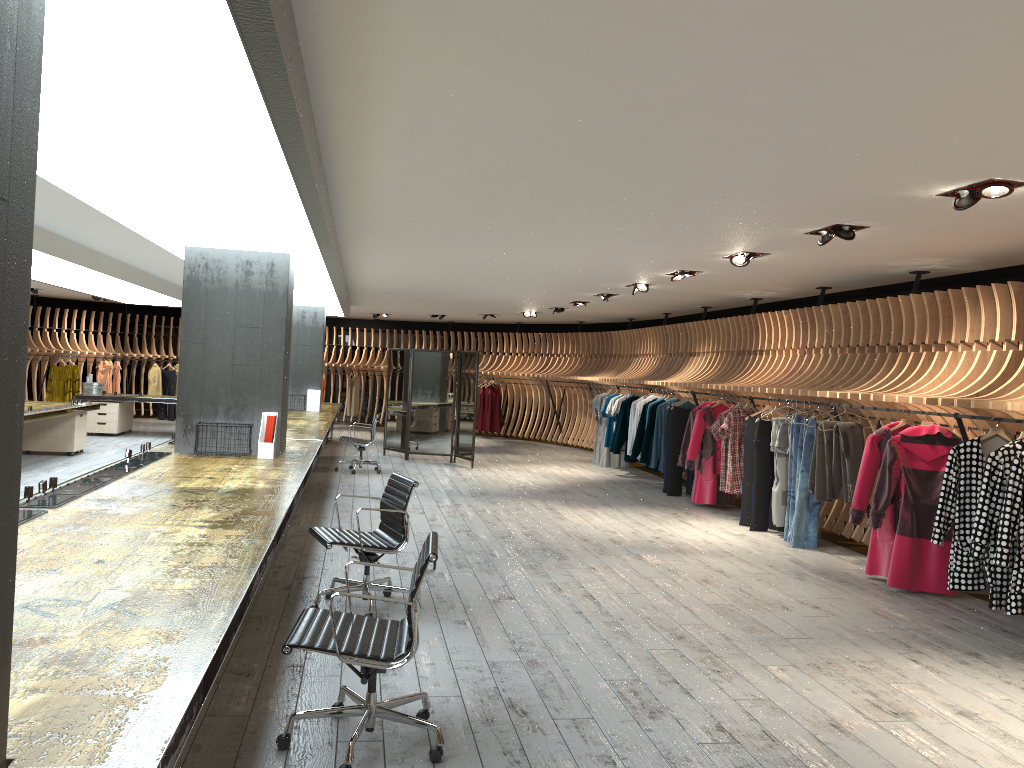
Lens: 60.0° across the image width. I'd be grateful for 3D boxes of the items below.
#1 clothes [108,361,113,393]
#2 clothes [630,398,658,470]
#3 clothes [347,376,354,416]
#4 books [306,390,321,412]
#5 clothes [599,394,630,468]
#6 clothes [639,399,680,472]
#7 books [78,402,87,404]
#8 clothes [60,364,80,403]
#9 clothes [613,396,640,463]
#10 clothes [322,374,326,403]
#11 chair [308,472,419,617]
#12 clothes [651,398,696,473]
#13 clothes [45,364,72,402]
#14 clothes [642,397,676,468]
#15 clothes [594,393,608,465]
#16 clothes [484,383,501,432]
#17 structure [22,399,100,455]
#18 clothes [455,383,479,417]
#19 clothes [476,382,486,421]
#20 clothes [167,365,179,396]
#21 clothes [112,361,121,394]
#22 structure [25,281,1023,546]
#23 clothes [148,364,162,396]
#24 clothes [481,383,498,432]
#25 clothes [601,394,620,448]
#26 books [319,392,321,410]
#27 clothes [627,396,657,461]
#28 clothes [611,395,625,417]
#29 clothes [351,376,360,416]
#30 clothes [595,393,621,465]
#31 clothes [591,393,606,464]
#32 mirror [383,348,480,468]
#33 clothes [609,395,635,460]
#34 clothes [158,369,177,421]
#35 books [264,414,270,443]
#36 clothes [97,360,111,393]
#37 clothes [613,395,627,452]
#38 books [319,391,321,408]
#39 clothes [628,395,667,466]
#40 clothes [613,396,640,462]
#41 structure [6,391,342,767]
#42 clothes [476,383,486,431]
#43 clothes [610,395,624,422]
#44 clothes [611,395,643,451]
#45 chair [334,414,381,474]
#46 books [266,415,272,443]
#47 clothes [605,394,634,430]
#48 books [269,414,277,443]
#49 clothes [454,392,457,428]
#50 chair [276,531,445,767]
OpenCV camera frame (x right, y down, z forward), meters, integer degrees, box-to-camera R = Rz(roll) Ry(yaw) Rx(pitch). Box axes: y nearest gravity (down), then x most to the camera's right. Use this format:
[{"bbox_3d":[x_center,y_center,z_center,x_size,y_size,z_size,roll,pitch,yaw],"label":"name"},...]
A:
[{"bbox_3d":[-9.332,0.037,20.505,0.125,1.156,0.447,3,0,-40],"label":"clothes"},{"bbox_3d":[2.243,0.749,13.316,0.913,1.081,0.238,3,0,-5],"label":"clothes"},{"bbox_3d":[-4.035,0.294,22.202,0.096,0.988,0.465,3,0,2],"label":"clothes"},{"bbox_3d":[-3.378,0.285,15.087,0.215,0.368,0.073,3,0,-10],"label":"books"},{"bbox_3d":[1.830,0.890,15.638,0.677,1.434,0.204,3,0,-25],"label":"clothes"},{"bbox_3d":[2.309,0.757,12.966,0.913,1.081,0.238,3,0,-10],"label":"clothes"},{"bbox_3d":[-6.695,0.290,13.776,0.155,0.025,0.110,3,1,-15],"label":"books"},{"bbox_3d":[-9.942,0.079,19.841,0.665,1.045,0.168,3,0,21],"label":"clothes"},{"bbox_3d":[2.086,0.731,14.244,0.913,1.081,0.238,3,0,-5],"label":"clothes"},{"bbox_3d":[-4.834,0.127,22.230,0.200,0.881,0.840,3,0,-30],"label":"clothes"},{"bbox_3d":[-0.979,1.033,5.767,0.667,0.859,0.693,3,0,-34],"label":"chair"},{"bbox_3d":[2.369,0.736,12.658,0.715,1.088,0.257,3,0,-4],"label":"clothes"},{"bbox_3d":[-10.050,0.076,19.694,0.665,1.045,0.168,3,0,21],"label":"clothes"},{"bbox_3d":[2.296,0.726,13.090,0.714,1.088,0.257,3,0,-14],"label":"clothes"},{"bbox_3d":[1.786,0.884,15.911,0.677,1.434,0.204,3,0,-20],"label":"clothes"},{"bbox_3d":[-0.416,0.552,20.551,0.443,1.129,0.127,3,0,-37],"label":"clothes"},{"bbox_3d":[-6.228,0.732,8.778,1.162,0.844,10.453,3,1,-10],"label":"structure"},{"bbox_3d":[-0.960,0.477,20.974,0.777,1.053,0.152,3,0,-9],"label":"clothes"},{"bbox_3d":[-0.781,0.488,20.846,0.152,1.053,0.777,3,0,31],"label":"clothes"},{"bbox_3d":[-8.083,-0.010,21.417,0.705,0.890,0.250,3,0,31],"label":"clothes"},{"bbox_3d":[-9.207,0.042,20.611,0.125,1.156,0.447,3,0,-45],"label":"clothes"},{"bbox_3d":[-3.015,0.083,4.971,14.880,2.440,36.561,3,1,-10],"label":"structure"},{"bbox_3d":[-8.527,-0.028,21.130,0.705,0.890,0.250,3,0,41],"label":"clothes"},{"bbox_3d":[-0.478,0.548,20.621,0.444,1.129,0.127,3,0,-12],"label":"clothes"},{"bbox_3d":[1.870,0.649,15.188,0.738,0.971,0.167,3,0,-1],"label":"clothes"},{"bbox_3d":[-3.389,0.283,15.156,0.215,0.368,0.047,3,0,-10],"label":"books"},{"bbox_3d":[2.182,0.720,13.837,0.733,1.106,0.165,3,0,-5],"label":"clothes"},{"bbox_3d":[2.012,0.642,14.871,0.742,0.938,0.162,3,0,-15],"label":"clothes"},{"bbox_3d":[-3.915,0.300,22.195,0.096,0.988,0.465,3,0,7],"label":"clothes"},{"bbox_3d":[1.809,0.887,15.772,0.677,1.434,0.204,3,0,5],"label":"clothes"},{"bbox_3d":[1.762,0.881,16.049,0.677,1.434,0.204,3,0,5],"label":"clothes"},{"bbox_3d":[-1.370,0.363,15.010,2.112,1.892,0.443,3,0,31],"label":"mirror"},{"bbox_3d":[2.051,0.726,14.451,0.913,1.081,0.238,3,0,-10],"label":"clothes"},{"bbox_3d":[-8.277,0.309,21.294,0.539,1.353,0.087,3,0,25],"label":"clothes"},{"bbox_3d":[-2.125,0.449,7.695,0.048,0.368,0.215,3,0,-10],"label":"books"},{"bbox_3d":[-9.416,0.034,20.423,0.447,1.156,0.125,3,0,25],"label":"clothes"},{"bbox_3d":[1.982,0.658,14.787,0.742,0.950,0.168,3,0,-26],"label":"clothes"},{"bbox_3d":[-3.382,0.284,15.114,0.215,0.368,0.075,3,0,-10],"label":"books"},{"bbox_3d":[2.158,0.722,13.640,0.733,1.106,0.165,3,0,-10],"label":"clothes"},{"bbox_3d":[2.078,0.729,14.331,0.913,1.081,0.238,3,0,-10],"label":"clothes"},{"bbox_3d":[-4.384,0.824,8.873,4.835,0.844,18.479,3,1,-10],"label":"structure"},{"bbox_3d":[-0.611,0.539,20.725,0.443,1.129,0.127,3,0,-37],"label":"clothes"},{"bbox_3d":[1.990,0.656,15.011,0.743,0.960,0.167,3,0,-16],"label":"clothes"},{"bbox_3d":[1.999,0.647,14.601,0.734,0.937,0.164,3,0,-6],"label":"clothes"},{"bbox_3d":[-2.263,0.864,13.078,0.667,0.859,0.693,3,0,-14],"label":"chair"},{"bbox_3d":[-2.104,0.451,7.698,0.048,0.368,0.215,3,0,-10],"label":"books"},{"bbox_3d":[1.950,0.640,15.056,0.743,0.931,0.158,3,0,-5],"label":"clothes"},{"bbox_3d":[-2.082,0.452,7.702,0.048,0.368,0.215,3,0,-10],"label":"books"},{"bbox_3d":[-1.217,0.503,21.151,0.127,1.129,0.443,3,0,43],"label":"clothes"},{"bbox_3d":[-0.625,1.080,3.719,0.667,0.859,0.693,3,0,-14],"label":"chair"}]
